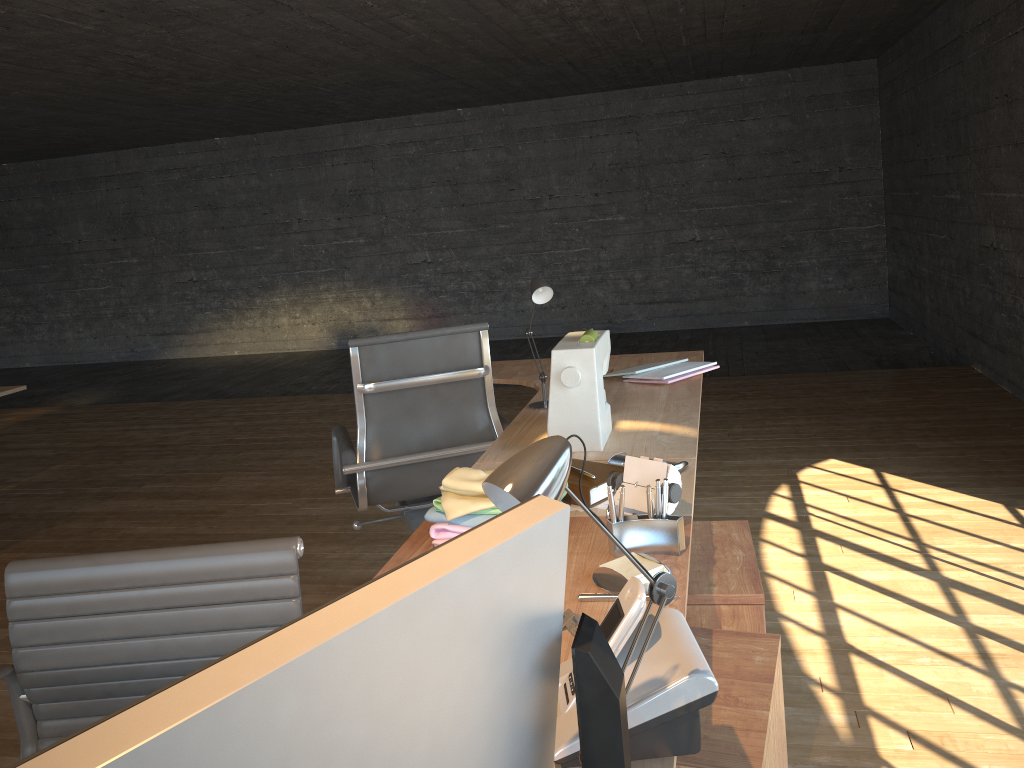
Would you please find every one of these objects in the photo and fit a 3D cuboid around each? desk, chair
[{"bbox_3d":[-0.355,0.631,2.031,1.632,0.730,3.561,-3,11,15],"label":"desk"},{"bbox_3d":[-0.332,0.303,2.976,0.655,1.005,0.690,-7,8,-17],"label":"chair"},{"bbox_3d":[-3.620,0.777,2.814,3.254,0.730,3.522,-3,11,13],"label":"desk"},{"bbox_3d":[-0.517,0.735,1.261,0.653,0.850,0.693,-5,8,0],"label":"chair"}]

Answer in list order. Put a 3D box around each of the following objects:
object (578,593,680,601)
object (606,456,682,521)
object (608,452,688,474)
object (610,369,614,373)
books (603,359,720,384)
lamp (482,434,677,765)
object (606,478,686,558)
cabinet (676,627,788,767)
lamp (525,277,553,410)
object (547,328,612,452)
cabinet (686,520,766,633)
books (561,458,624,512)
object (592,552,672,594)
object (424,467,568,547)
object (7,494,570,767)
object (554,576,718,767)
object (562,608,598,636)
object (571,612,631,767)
[{"bbox_3d":[0.182,0.332,1.374,0.158,0.011,0.011,-3,9,10],"label":"object"},{"bbox_3d":[0.252,0.208,1.652,0.100,0.134,0.155,-12,11,-41],"label":"object"},{"bbox_3d":[0.313,0.183,2.034,0.181,0.025,0.076,5,15,43],"label":"object"},{"bbox_3d":[0.294,-0.044,3.230,0.142,0.013,0.129,-2,12,17],"label":"object"},{"bbox_3d":[0.509,-0.053,3.093,0.310,0.044,0.318,-15,14,-40],"label":"books"},{"bbox_3d":[0.084,0.243,0.848,0.208,0.405,0.106,-8,6,-19],"label":"lamp"},{"bbox_3d":[0.232,0.234,1.546,0.133,0.127,0.040,-4,6,9],"label":"object"},{"bbox_3d":[0.206,0.771,1.475,0.471,0.566,0.431,-2,8,21],"label":"cabinet"},{"bbox_3d":[0.087,-0.134,2.770,0.105,0.405,0.209,-5,7,0],"label":"lamp"},{"bbox_3d":[0.190,-0.007,2.392,0.136,0.281,0.408,-4,9,14],"label":"object"},{"bbox_3d":[0.343,0.661,1.971,0.426,0.566,0.431,-4,8,11],"label":"cabinet"},{"bbox_3d":[0.159,0.204,1.927,0.262,0.053,0.292,-13,13,-35],"label":"books"},{"bbox_3d":[0.197,0.307,1.455,0.132,0.026,0.134,-3,11,14],"label":"object"},{"bbox_3d":[-0.034,0.220,1.736,0.255,0.128,0.256,-2,10,16],"label":"object"},{"bbox_3d":[-0.114,0.328,0.560,0.286,0.386,0.475,1,11,38],"label":"object"},{"bbox_3d":[0.130,0.323,1.051,0.190,0.163,0.171,-5,9,-1],"label":"object"},{"bbox_3d":[0.065,0.354,1.284,0.096,0.024,0.109,0,12,27],"label":"object"},{"bbox_3d":[0.083,0.334,0.726,0.085,0.275,0.085,-9,7,-32],"label":"object"}]
